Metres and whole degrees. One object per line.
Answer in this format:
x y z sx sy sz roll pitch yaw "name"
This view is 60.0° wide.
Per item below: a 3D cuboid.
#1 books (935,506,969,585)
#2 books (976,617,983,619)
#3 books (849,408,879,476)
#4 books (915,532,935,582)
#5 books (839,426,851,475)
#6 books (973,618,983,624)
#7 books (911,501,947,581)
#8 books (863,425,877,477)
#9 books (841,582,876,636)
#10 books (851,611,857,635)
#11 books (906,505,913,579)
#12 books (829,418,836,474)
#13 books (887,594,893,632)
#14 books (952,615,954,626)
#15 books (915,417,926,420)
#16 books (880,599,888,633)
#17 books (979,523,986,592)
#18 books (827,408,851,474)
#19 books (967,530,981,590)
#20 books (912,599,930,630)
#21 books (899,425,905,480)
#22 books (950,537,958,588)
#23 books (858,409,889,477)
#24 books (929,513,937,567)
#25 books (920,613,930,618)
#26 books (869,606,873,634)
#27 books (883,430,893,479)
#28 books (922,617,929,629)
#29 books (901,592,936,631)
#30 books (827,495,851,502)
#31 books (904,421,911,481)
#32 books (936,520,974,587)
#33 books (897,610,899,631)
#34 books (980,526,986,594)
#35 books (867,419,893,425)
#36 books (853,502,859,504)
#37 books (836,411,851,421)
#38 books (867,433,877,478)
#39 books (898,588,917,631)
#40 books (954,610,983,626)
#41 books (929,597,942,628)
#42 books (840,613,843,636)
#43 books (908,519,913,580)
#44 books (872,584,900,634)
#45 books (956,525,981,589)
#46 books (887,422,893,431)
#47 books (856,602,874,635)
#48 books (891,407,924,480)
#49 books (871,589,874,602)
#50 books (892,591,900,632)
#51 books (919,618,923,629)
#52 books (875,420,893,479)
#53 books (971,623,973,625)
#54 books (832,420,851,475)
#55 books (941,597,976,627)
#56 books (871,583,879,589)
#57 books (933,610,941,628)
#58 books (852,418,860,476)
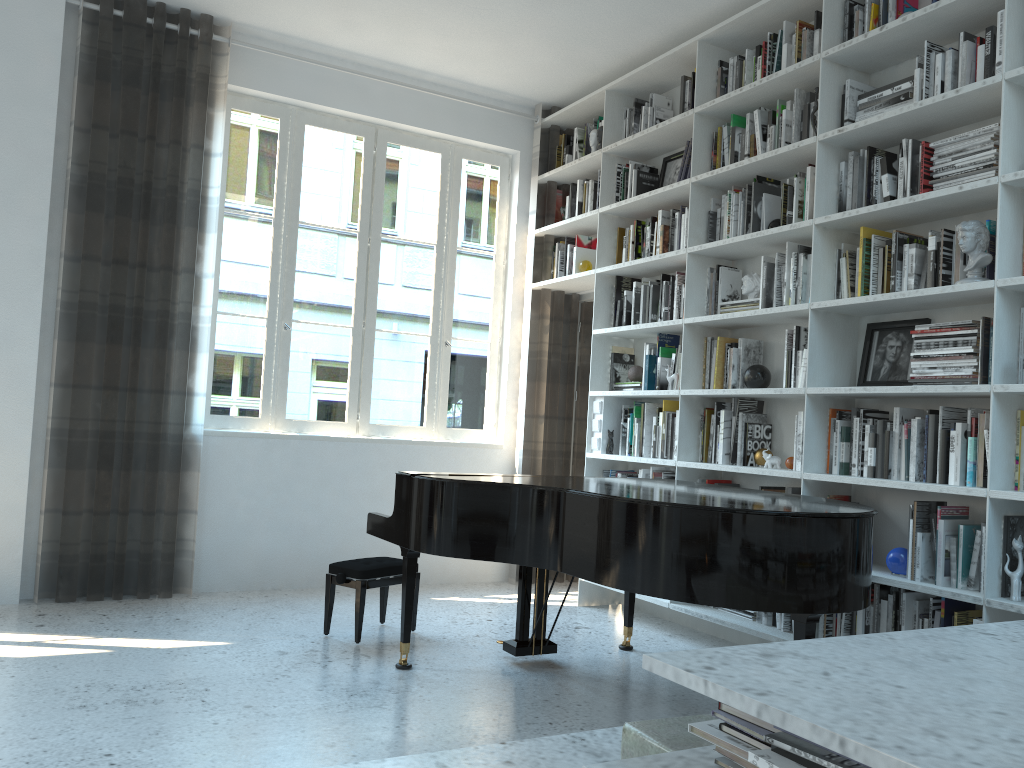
1.655 0.607 3.337 0.169 0.293 0.015 5 -3 -29 "books"
1.748 0.977 3.235 0.176 0.256 0.013 5 -3 -29 "books"
1.515 0.251 3.817 0.140 0.290 0.027 5 -3 -29 "books"
1.610 0.662 3.396 0.170 0.185 0.025 5 -3 -29 "books"
1.485 0.291 3.829 0.170 0.208 0.024 5 -3 -29 "books"
1.731 0.964 3.138 0.277 0.269 0.038 5 -3 -29 "books"
1.607 0.603 3.416 0.181 0.303 0.013 5 -3 -29 "books"
1.539 0.283 3.704 0.174 0.217 0.023 5 -3 -29 "books"
1.468 0.960 3.761 0.170 0.311 0.034 5 -3 -29 "books"
1.489 0.992 3.740 0.144 0.246 0.022 5 -3 -29 "books"
1.600 0.614 3.456 0.159 0.285 0.012 5 -3 -29 "books"
1.460 0.275 3.889 0.154 0.244 0.029 5 -3 -29 "books"
1.571 0.982 3.585 0.132 0.261 0.028 5 -3 -29 "books"
1.707 0.988 3.333 0.140 0.238 0.028 5 -3 -29 "books"
1.662 0.263 3.545 0.136 0.254 0.025 5 -3 -29 "books"
1.557 0.996 3.611 0.138 0.234 0.030 5 -3 -29 "books"
1.743 0.628 3.210 0.130 0.249 0.022 5 -3 -29 "books"
1.454 0.255 3.909 0.159 0.285 0.012 5 -3 -29 "books"
1.734 0.644 3.247 0.132 0.220 0.053 5 -3 -29 "books"
1.624 0.979 3.485 0.131 0.262 0.024 5 -3 -29 "books"
1.628 0.281 3.588 0.140 0.220 0.025 5 -3 -29 "books"
1.687 0.662 3.300 0.146 0.183 0.036 5 -3 -29 "books"
1.525 0.252 3.741 0.166 0.282 0.013 5 -3 -29 "books"
1.658 0.626 3.384 0.133 0.260 0.066 5 -3 -29 "books"
1.645 1.004 3.460 0.129 0.212 0.040 5 -3 -29 "books"
1.537 1.016 3.663 0.143 0.196 0.030 5 -3 -29 "books"
1.584 0.292 3.621 0.165 0.196 0.023 5 -3 -29 "books"
1.643 1.003 3.408 0.170 0.210 0.029 5 -3 -29 "books"
1.602 0.965 3.495 0.185 0.288 0.014 5 -3 -29 "books"
1.398 0.620 3.805 0.137 0.284 0.012 5 -3 -29 "books"
1.635 0.272 3.562 0.159 0.237 0.031 5 -3 -29 "books"
1.659 0.631 3.318 0.180 0.244 0.022 5 -3 -29 "books"
1.591 1.004 3.525 0.167 0.212 0.022 5 -3 -29 "books"
1.744 0.632 3.192 0.167 0.238 0.010 5 -3 -29 "books"
1.549 0.272 3.735 0.141 0.244 0.021 5 -3 -29 "books"
1.403 0.631 3.764 0.169 0.259 0.021 5 -3 -29 "books"
1.464 0.258 3.869 0.146 0.275 0.011 5 -3 -29 "books"
1.546 0.299 3.679 0.174 0.183 0.029 5 -3 -29 "books"
1.595 0.942 3.507 0.183 0.335 0.014 5 -3 -29 "books"
1.704 0.977 3.309 0.171 0.258 0.011 5 -3 -29 "books"
1.656 0.961 3.393 0.184 0.292 0.011 5 -3 -29 "books"
1.457 0.947 3.781 0.144 0.337 0.012 5 -3 -29 "books"
1.606 0.641 3.438 0.176 0.230 0.025 5 -3 -29 "books"
1.543 0.966 3.635 0.155 0.294 0.026 5 -3 -29 "books"
1.699 0.637 3.273 0.146 0.232 0.024 5 -3 -29 "books"
1.587 0.276 3.644 0.139 0.230 0.013 5 -3 -29 "books"
1.497 1.009 3.674 0.175 0.206 0.028 5 -3 -29 "books"
1.610 0.245 3.608 0.152 0.291 0.026 5 -3 -29 "books"
1.510 0.987 3.704 0.150 0.255 0.012 5 -3 -29 "books"
1.581 0.968 3.539 0.185 0.285 0.013 5 -3 -29 "books"
1.630 1.005 3.423 0.180 0.206 0.010 5 -3 -29 "books"
1.568 0.272 3.658 0.166 0.237 0.029 5 -3 -29 "books"
1.745 0.992 3.256 0.162 0.227 0.028 5 -3 -29 "books"
1.463 0.278 3.846 0.167 0.234 0.027 5 -3 -29 "books"
1.679 0.948 3.341 0.186 0.317 0.013 5 -3 -29 "books"
1.505 0.977 3.715 0.154 0.276 0.012 5 -3 -29 "books"
1.660 0.981 3.363 0.187 0.251 0.044 5 -3 -29 "books"
1.518 0.271 3.760 0.179 0.245 0.027 5 -3 -29 "books"
